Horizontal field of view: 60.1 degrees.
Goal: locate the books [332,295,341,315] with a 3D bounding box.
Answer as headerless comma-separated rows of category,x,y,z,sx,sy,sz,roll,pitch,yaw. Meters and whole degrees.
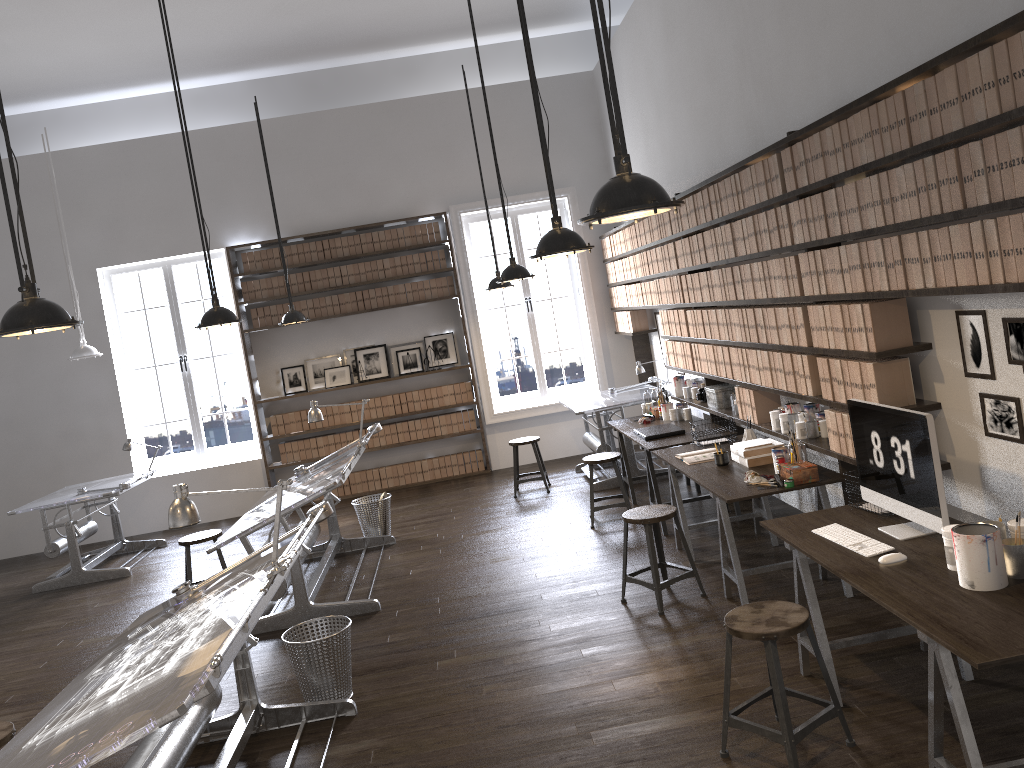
books,-1.991,-0.897,10.070,0.067,0.225,0.175,-10,3,-4

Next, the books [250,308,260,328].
books,-2.890,-0.740,10.015,0.067,0.225,0.175,-10,3,-4

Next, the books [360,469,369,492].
books,-1.683,1.107,10.138,0.067,0.225,0.175,-10,3,-3

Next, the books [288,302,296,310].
books,-2.467,-0.814,10.038,0.067,0.225,0.175,-10,3,-4

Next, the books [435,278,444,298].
books,-0.829,-1.100,10.150,0.067,0.225,0.175,-10,3,-4

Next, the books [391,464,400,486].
books,-1.334,1.046,10.167,0.067,0.225,0.175,-10,3,-4

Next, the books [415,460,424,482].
books,-1.062,0.999,10.182,0.067,0.225,0.175,-10,3,-4

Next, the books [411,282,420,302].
books,-1.103,-1.053,10.137,0.067,0.225,0.175,-10,3,-4

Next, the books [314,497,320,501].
books,-2.232,1.203,10.100,0.067,0.225,0.175,-10,3,-3

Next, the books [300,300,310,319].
books,-2.340,-0.836,10.049,0.067,0.225,0.175,-10,3,-3

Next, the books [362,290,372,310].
books,-1.647,-0.958,10.101,0.067,0.225,0.175,-10,3,-3

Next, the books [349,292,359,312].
books,-1.794,-0.932,10.091,0.067,0.225,0.175,-10,3,-3

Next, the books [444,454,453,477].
books,-0.728,0.940,10.210,0.067,0.225,0.175,-10,3,-3

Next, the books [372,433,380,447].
books,-1.554,0.597,10.136,0.067,0.225,0.175,-10,3,-4

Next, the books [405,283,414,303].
books,-1.172,-1.040,10.128,0.067,0.225,0.175,-10,3,-3

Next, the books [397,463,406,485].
books,-1.268,1.035,10.167,0.067,0.225,0.175,-10,3,-3

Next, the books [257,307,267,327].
books,-2.817,-0.753,10.014,0.067,0.225,0.175,-10,3,-3

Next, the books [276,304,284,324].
books,-2.604,-0.790,10.034,0.067,0.225,0.175,-10,3,-3

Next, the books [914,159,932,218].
books,1.649,-0.757,3.383,0.174,0.225,0.067,-10,2,-4

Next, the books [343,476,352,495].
books,-1.882,1.142,10.125,0.067,0.225,0.175,-10,3,-4

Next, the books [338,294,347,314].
books,-1.920,-0.909,10.075,0.067,0.225,0.175,-10,3,-3

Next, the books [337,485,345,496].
books,-1.956,1.155,10.126,0.067,0.225,0.175,-10,3,-3

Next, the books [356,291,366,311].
books,-1.720,-0.944,10.090,0.067,0.225,0.175,-10,3,-4

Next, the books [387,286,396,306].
books,-1.371,-1.005,10.113,0.067,0.225,0.175,-10,3,-3

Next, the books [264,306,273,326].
books,-2.743,-0.766,10.025,0.067,0.225,0.175,-10,3,-4

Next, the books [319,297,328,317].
books,-2.131,-0.873,10.068,0.067,0.225,0.175,-10,3,-3

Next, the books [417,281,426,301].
books,-1.035,-1.065,10.144,0.067,0.225,0.175,-10,3,-4

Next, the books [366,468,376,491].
books,-1.612,1.095,10.143,0.067,0.225,0.175,-10,3,-4

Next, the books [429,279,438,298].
books,-0.895,-1.089,10.146,0.067,0.225,0.175,-10,3,-3

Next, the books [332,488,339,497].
books,-2.026,1.167,10.116,0.067,0.225,0.175,-10,3,-3

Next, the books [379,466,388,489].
books,-1.467,1.070,10.154,0.067,0.225,0.175,-10,3,-3

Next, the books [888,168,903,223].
books,1.640,-0.775,3.597,0.174,0.225,0.067,-10,2,-4

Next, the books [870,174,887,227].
books,1.624,-0.784,3.737,0.174,0.225,0.067,-10,2,-4

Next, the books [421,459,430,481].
books,-0.991,0.986,10.189,0.067,0.225,0.175,-10,3,-3

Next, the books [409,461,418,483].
books,-1.131,1.011,10.181,0.067,0.225,0.175,-10,3,-3

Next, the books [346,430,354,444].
books,-1.836,0.646,10.118,0.067,0.225,0.175,-10,3,-4

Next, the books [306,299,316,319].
books,-2.269,-0.849,10.052,0.067,0.225,0.175,-10,3,-4

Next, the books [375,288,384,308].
books,-1.507,-0.982,10.110,0.067,0.225,0.175,-10,3,-4

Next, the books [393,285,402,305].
books,-1.306,-1.017,10.122,0.067,0.225,0.175,-10,3,-4

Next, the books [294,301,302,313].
books,-2.402,-0.826,10.047,0.067,0.225,0.175,-10,3,-3

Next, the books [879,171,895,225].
books,1.633,-0.779,3.667,0.174,0.225,0.067,-10,2,-4

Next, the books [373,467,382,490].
books,-1.541,1.082,10.151,0.067,0.225,0.175,-10,3,-4

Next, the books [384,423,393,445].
books,-1.415,0.572,10.153,0.067,0.225,0.175,-10,3,-3

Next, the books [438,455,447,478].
books,-0.797,0.952,10.205,0.067,0.225,0.175,-10,3,-3

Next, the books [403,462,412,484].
books,-1.200,1.022,10.179,0.067,0.225,0.175,-10,3,-3

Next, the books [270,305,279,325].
books,-2.673,-0.778,10.025,0.067,0.225,0.175,-10,3,-4

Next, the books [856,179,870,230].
books,1.618,-0.795,3.872,0.174,0.225,0.067,-10,2,-4

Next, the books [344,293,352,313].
books,-1.858,-0.921,10.084,0.067,0.225,0.175,-10,3,-4

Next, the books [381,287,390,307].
books,-1.438,-0.994,10.115,0.067,0.225,0.175,-10,3,-4

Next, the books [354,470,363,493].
books,-1.745,1.118,10.138,0.067,0.225,0.175,-10,3,-4

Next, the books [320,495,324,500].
books,-2.166,1.191,10.111,0.067,0.225,0.175,-10,3,-4

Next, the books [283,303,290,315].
books,-2.534,-0.802,10.039,0.067,0.225,0.175,-10,3,-3

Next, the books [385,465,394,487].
books,-1.396,1.057,10.161,0.067,0.225,0.175,-10,3,-4

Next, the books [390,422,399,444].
books,-1.346,0.560,10.156,0.067,0.225,0.175,-10,3,-3

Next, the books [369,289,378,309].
books,-1.577,-0.970,10.101,0.067,0.225,0.175,-10,3,-3

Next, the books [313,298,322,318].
books,-2.200,-0.861,10.061,0.067,0.225,0.175,-10,3,-3

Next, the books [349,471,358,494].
books,-1.810,1.129,10.136,0.067,0.225,0.175,-10,3,-3

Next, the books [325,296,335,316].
books,-2.062,-0.885,10.069,0.067,0.225,0.175,-10,3,-4

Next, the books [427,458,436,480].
books,-0.929,0.975,10.195,0.067,0.225,0.175,-10,3,-3
